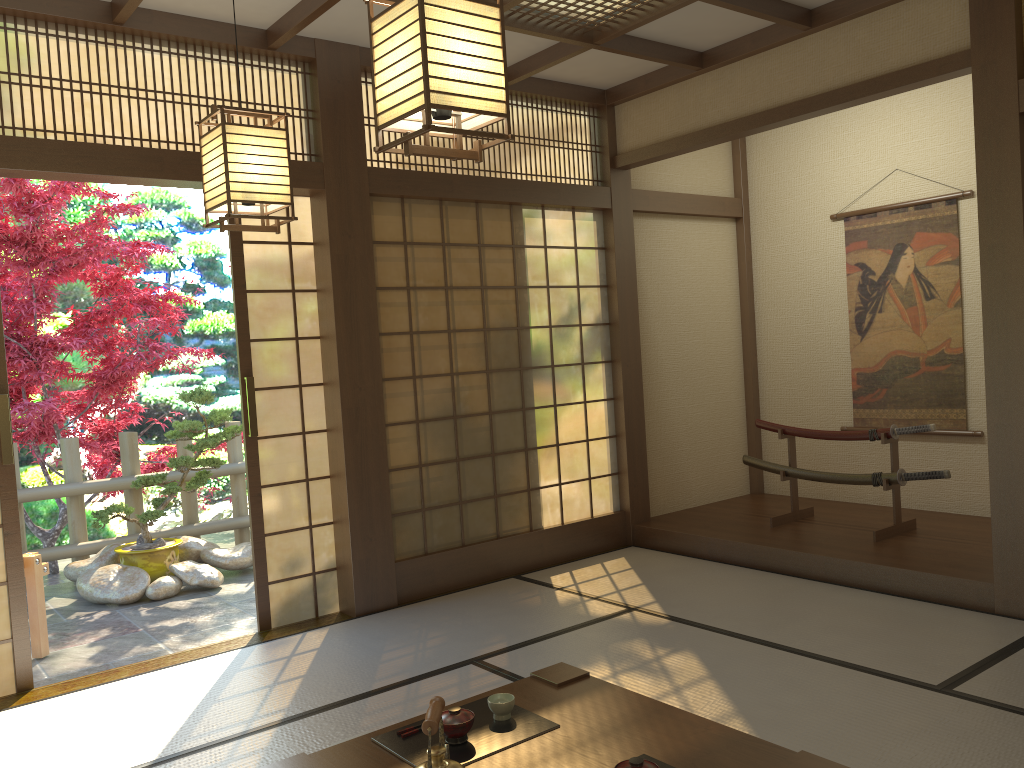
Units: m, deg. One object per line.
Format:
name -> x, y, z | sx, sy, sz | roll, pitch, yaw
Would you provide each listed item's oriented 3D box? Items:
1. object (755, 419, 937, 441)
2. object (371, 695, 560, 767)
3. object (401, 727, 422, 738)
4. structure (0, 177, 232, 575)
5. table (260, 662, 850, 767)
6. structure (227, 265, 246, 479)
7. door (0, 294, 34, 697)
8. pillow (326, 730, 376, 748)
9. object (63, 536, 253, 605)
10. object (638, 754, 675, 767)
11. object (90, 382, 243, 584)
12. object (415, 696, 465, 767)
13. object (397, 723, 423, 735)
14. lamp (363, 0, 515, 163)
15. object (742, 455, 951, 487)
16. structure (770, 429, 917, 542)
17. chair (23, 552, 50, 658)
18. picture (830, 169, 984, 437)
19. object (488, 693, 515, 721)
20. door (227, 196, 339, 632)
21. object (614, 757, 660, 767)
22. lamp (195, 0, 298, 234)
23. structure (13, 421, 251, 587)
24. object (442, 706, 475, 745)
object -> 1.962, 0.280, 5.317 | 0.086, 0.121, 1.186 | -5, 3, -36
object -> -0.121, 0.916, 2.330 | 0.400, 0.007, 0.300 | -5, 3, -38
object -> -0.212, 0.912, 2.380 | 0.200, 0.008, 0.008 | -6, 3, -41
structure -> -3.991, -0.420, 6.777 | 3.412, 4.004, 3.045 | -4, 2, -5
table -> 0.078, 1.081, 2.097 | 1.000, 0.350, 1.000 | -5, 3, -38
structure -> -1.219, -0.682, 9.020 | 3.045, 4.004, 3.412 | -5, 3, -35
door -> -2.909, 0.303, 3.265 | 1.894, 2.380, 0.073 | -5, 3, -38
pillow -> -0.418, 1.225, 2.797 | 0.496, 0.107, 0.486 | -6, 3, -44
object -> -2.362, 1.238, 6.151 | 1.260, 0.276, 1.147 | -6, 3, -42
object -> 0.252, 0.909, 1.902 | 0.400, 0.007, 0.300 | -5, 3, -38
object -> -2.361, 0.683, 6.174 | 1.032, 1.362, 0.586 | -4, 2, -11
object -> -0.145, 0.793, 1.784 | 0.219, 0.296, 0.226 | -6, 3, -43
object -> -0.222, 0.912, 2.395 | 0.200, 0.008, 0.008 | -5, 3, -37
lamp -> -0.188, -1.072, 1.987 | 0.240, 1.129, 0.240 | -5, 3, -38
object -> 1.965, 0.531, 5.346 | 0.100, 0.144, 1.369 | -5, 3, -36
structure -> 1.990, 0.577, 5.390 | 0.446, 0.604, 0.712 | -5, 3, -38
chair -> -2.837, 1.156, 4.415 | 0.698, 0.598, 0.704 | -3, 2, 9
picture -> 2.532, -0.531, 5.765 | 0.038, 1.725, 0.952 | -5, 3, -38
object -> -0.028, 0.878, 2.405 | 0.074, 0.052, 0.073 | -3, 2, 6
door -> -0.602, 0.089, 5.045 | 1.894, 2.380, 0.073 | -5, 3, -38
object -> 0.273, 0.859, 1.934 | 0.100, 0.080, 0.100 | -5, 3, -38
lamp -> -0.899, -1.062, 2.910 | 0.240, 1.129, 0.240 | -5, 3, -38
structure -> -2.770, 0.902, 6.656 | 7.456, 1.136, 0.245 | -5, 3, -37
object -> -0.145, 0.873, 2.276 | 0.100, 0.080, 0.100 | -5, 3, -38
